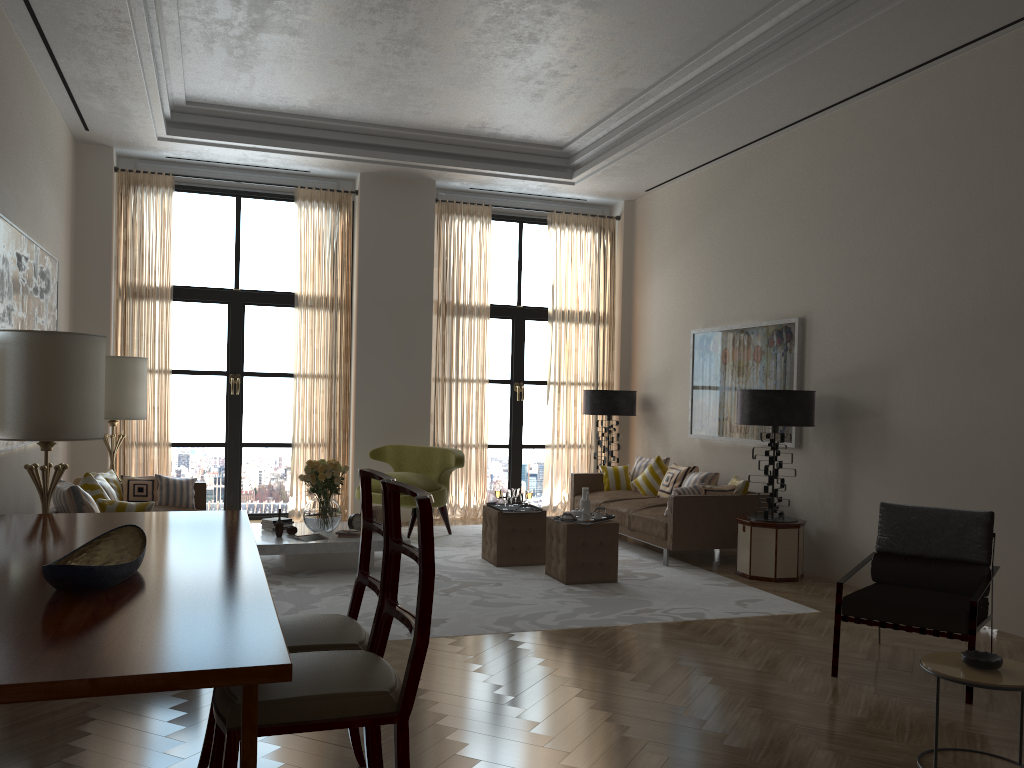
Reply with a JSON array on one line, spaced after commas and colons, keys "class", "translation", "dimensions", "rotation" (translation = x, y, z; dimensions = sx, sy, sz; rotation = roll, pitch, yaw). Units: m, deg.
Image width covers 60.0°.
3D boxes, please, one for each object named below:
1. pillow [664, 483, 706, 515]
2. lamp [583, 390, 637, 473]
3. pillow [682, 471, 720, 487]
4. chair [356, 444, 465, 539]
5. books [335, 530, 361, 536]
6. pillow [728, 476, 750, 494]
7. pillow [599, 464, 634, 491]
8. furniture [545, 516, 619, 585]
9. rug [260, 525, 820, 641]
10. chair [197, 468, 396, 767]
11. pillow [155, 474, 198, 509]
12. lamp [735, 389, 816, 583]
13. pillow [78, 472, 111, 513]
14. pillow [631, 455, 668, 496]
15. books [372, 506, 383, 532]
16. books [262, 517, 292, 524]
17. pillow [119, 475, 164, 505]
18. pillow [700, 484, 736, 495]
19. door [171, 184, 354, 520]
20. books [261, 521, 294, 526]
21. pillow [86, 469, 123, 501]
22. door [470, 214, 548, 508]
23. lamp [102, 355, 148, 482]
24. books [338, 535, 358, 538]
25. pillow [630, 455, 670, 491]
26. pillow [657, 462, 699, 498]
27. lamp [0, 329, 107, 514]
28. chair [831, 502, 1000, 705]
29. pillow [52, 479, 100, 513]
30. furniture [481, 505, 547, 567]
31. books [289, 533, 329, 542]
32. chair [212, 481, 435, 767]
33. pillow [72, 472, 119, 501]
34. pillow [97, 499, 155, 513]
[{"class": "pillow", "translation": [2.000, 1.364, 10.312], "dimensions": [0.498, 0.428, 0.327], "rotation": [1, 0, -31]}, {"class": "lamp", "translation": [1.480, 1.107, 13.636], "dimensions": [0.830, 2.019, 0.829], "rotation": [1, 1, -14]}, {"class": "pillow", "translation": [2.372, 1.396, 11.413], "dimensions": [0.371, 0.566, 0.659], "rotation": [1, 0, -23]}, {"class": "chair", "translation": [-1.472, 1.448, 11.883], "dimensions": [1.790, 1.214, 1.029], "rotation": [1, 0, 39]}, {"class": "books", "translation": [-1.748, 1.600, 9.545], "dimensions": [0.255, 0.026, 0.202], "rotation": [1, -1, 6]}, {"class": "pillow", "translation": [2.645, 1.355, 10.587], "dimensions": [0.296, 0.476, 0.515], "rotation": [1, 0, 3]}, {"class": "pillow", "translation": [1.510, 1.371, 12.698], "dimensions": [0.482, 0.433, 0.318], "rotation": [1, 0, -9]}, {"class": "furniture", "translation": [0.724, 1.723, 9.249], "dimensions": [0.614, 0.616, 0.613], "rotation": [1, 0, -19]}, {"class": "rug", "translation": [-0.740, 1.971, 9.831], "dimensions": [5.519, 0.065, 5.730], "rotation": [2, -1, -19]}, {"class": "chair", "translation": [-0.987, 1.161, 4.045], "dimensions": [0.878, 1.506, 0.656], "rotation": [1, 1, -19]}, {"class": "pillow", "translation": [-3.738, 1.221, 9.872], "dimensions": [0.498, 0.428, 0.327], "rotation": [1, 0, -31]}, {"class": "lamp", "translation": [2.837, 1.077, 9.629], "dimensions": [0.830, 2.019, 0.829], "rotation": [1, 1, -18]}, {"class": "pillow", "translation": [-3.723, 1.094, 7.899], "dimensions": [0.767, 0.617, 0.355], "rotation": [1, 0, 25]}, {"class": "pillow", "translation": [1.989, 1.297, 12.282], "dimensions": [0.767, 0.617, 0.355], "rotation": [1, 0, 25]}, {"class": "books", "translation": [-1.543, 1.516, 9.971], "dimensions": [0.210, 0.264, 0.282], "rotation": [1, 0, 31]}, {"class": "books", "translation": [-2.610, 1.513, 9.842], "dimensions": [0.207, 0.030, 0.260], "rotation": [1, -1, 38]}, {"class": "pillow", "translation": [-4.096, 1.214, 9.788], "dimensions": [0.464, 0.412, 0.303], "rotation": [1, 0, -21]}, {"class": "pillow", "translation": [2.357, 1.377, 10.396], "dimensions": [0.464, 0.412, 0.303], "rotation": [1, 0, -21]}, {"class": "door", "translation": [-3.956, -0.401, 12.765], "dimensions": [3.258, 4.769, 0.239], "rotation": [1, 1, -19]}, {"class": "books", "translation": [-2.608, 1.541, 9.852], "dimensions": [0.229, 0.025, 0.280], "rotation": [1, -1, 36]}, {"class": "pillow", "translation": [-4.383, 1.173, 9.597], "dimensions": [0.296, 0.476, 0.515], "rotation": [1, 0, 3]}, {"class": "door", "translation": [0.108, -0.283, 14.150], "dimensions": [3.086, 4.769, 0.239], "rotation": [1, 1, -19]}, {"class": "lamp", "translation": [-4.900, 0.794, 10.875], "dimensions": [0.767, 2.255, 0.767], "rotation": [2, 1, 34]}, {"class": "books", "translation": [-1.758, 1.623, 9.541], "dimensions": [0.197, 0.025, 0.256], "rotation": [1, -1, -1]}, {"class": "pillow", "translation": [1.935, 1.319, 12.684], "dimensions": [0.355, 0.576, 0.623], "rotation": [1, 0, -40]}, {"class": "pillow", "translation": [2.195, 1.333, 11.753], "dimensions": [0.403, 0.547, 0.617], "rotation": [1, 0, -16]}, {"class": "lamp", "translation": [-3.397, 0.761, 6.461], "dimensions": [0.767, 2.255, 0.767], "rotation": [2, 1, 37]}, {"class": "chair", "translation": [2.901, 1.470, 6.302], "dimensions": [0.877, 1.135, 1.134], "rotation": [1, 0, 36]}, {"class": "pillow", "translation": [-3.670, 1.105, 7.498], "dimensions": [0.355, 0.576, 0.623], "rotation": [1, 0, -40]}, {"class": "furniture", "translation": [0.017, 1.719, 10.097], "dimensions": [0.614, 0.616, 0.613], "rotation": [1, 0, -19]}, {"class": "books", "translation": [-2.144, 1.605, 9.329], "dimensions": [0.383, 0.038, 0.281], "rotation": [1, -1, 44]}, {"class": "chair", "translation": [-0.767, 1.157, 3.436], "dimensions": [0.878, 1.506, 0.656], "rotation": [1, 1, -19]}, {"class": "pillow", "translation": [-3.931, 1.136, 8.430], "dimensions": [0.403, 0.547, 0.617], "rotation": [1, 0, -16]}, {"class": "pillow", "translation": [-3.248, 1.177, 7.485], "dimensions": [0.482, 0.433, 0.318], "rotation": [1, 0, -9]}]
